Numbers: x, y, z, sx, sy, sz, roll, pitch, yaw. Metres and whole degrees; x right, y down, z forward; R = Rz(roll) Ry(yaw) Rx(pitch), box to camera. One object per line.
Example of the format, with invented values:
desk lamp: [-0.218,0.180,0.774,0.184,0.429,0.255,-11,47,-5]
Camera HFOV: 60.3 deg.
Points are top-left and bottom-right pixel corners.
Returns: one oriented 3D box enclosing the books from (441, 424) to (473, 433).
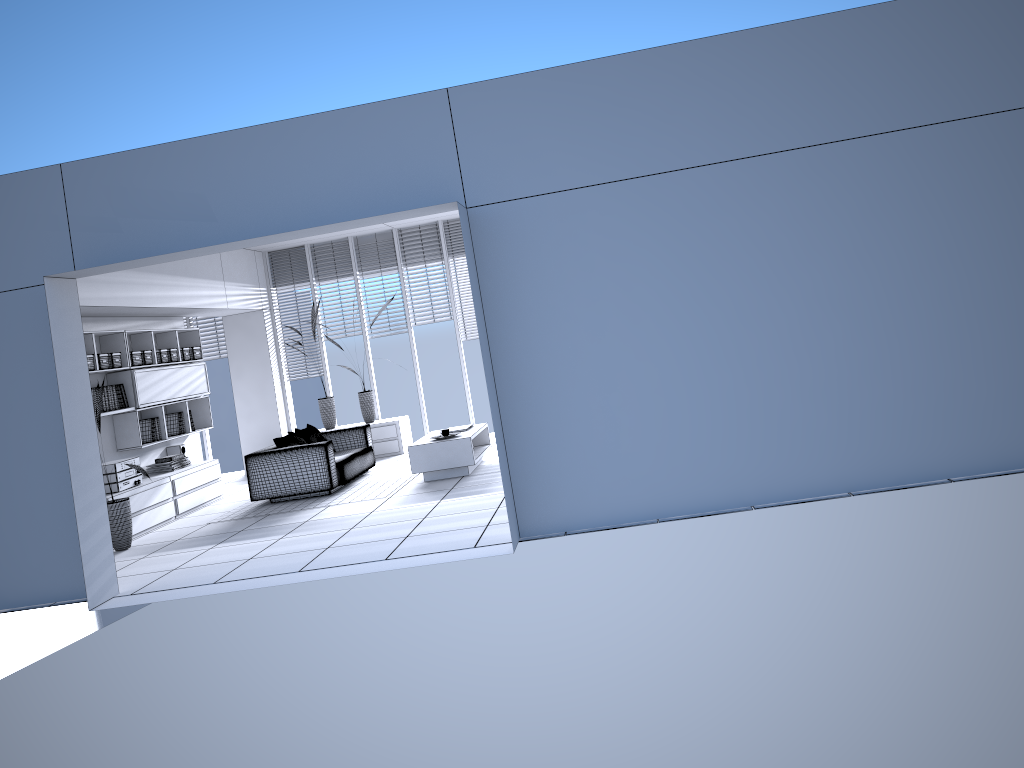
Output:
books: [-0.596,0.488,9.641,0.284,0.008,0.416,-9,3,8]

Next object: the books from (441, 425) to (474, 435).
books: [-0.593,0.502,9.651,0.284,0.008,0.416,-9,3,8]

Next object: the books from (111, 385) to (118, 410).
books: [-4.160,0.151,9.030,0.207,0.260,0.050,-9,-3,6]

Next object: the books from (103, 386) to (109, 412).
books: [-4.179,0.163,8.875,0.207,0.260,0.050,-9,-3,6]

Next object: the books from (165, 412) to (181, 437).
books: [-3.941,0.473,10.211,0.207,0.261,0.074,-9,-3,6]

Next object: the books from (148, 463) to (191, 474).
books: [-3.816,0.940,9.816,0.284,0.008,0.416,-9,3,8]

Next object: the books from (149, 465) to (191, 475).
books: [-3.804,0.956,9.826,0.284,0.008,0.416,-9,3,8]

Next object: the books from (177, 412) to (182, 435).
books: [-3.938,0.470,10.243,0.207,0.261,0.074,-9,-3,6]

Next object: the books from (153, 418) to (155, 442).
books: [-4.008,0.517,9.641,0.207,0.261,0.074,-9,-3,6]

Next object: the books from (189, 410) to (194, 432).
books: [-3.917,0.454,10.510,0.207,0.261,0.074,-9,-3,7]

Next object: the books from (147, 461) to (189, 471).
books: [-3.816,0.909,9.795,0.284,0.008,0.416,-9,3,8]

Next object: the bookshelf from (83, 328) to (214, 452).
bookshelf: [-4.085,0.053,9.549,0.327,1.253,2.822,-10,2,7]

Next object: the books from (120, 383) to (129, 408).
books: [-4.124,0.135,9.200,0.207,0.259,0.072,-9,-3,6]

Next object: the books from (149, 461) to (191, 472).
books: [-3.807,0.919,9.834,0.284,0.008,0.416,-9,3,8]

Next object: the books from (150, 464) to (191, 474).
books: [-3.805,0.947,9.833,0.284,0.008,0.416,-9,3,8]

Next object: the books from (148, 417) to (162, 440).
books: [-3.997,0.508,9.760,0.207,0.260,0.050,-9,-3,6]

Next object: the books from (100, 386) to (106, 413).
books: [-4.185,0.167,8.823,0.207,0.260,0.050,-9,-3,7]

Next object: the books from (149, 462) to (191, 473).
books: [-3.806,0.928,9.827,0.284,0.008,0.416,-9,3,8]

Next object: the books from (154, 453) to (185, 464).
books: [-3.801,0.828,9.794,0.207,0.050,0.259,-9,3,12]

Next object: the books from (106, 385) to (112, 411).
books: [-4.167,0.158,8.926,0.207,0.260,0.050,-9,-3,7]

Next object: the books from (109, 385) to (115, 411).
books: [-4.168,0.155,8.978,0.207,0.260,0.050,-9,-3,6]

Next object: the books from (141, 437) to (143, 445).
books: [-4.048,0.541,9.372,0.207,0.261,0.074,-9,-3,7]

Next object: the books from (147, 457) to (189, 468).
books: [-3.819,0.871,9.803,0.284,0.008,0.416,-9,3,8]

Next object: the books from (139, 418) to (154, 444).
books: [-4.011,0.519,9.610,0.207,0.261,0.074,-9,-3,6]

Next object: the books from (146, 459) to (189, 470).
books: [-3.827,0.893,9.785,0.284,0.008,0.416,-9,3,8]

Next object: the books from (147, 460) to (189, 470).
books: [-3.817,0.900,9.802,0.284,0.008,0.416,-9,3,8]

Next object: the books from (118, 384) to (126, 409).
books: [-4.138,0.142,9.156,0.207,0.259,0.072,-9,-3,7]

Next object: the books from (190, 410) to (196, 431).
books: [-3.913,0.451,10.542,0.207,0.261,0.074,-9,-3,6]

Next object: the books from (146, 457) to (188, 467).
books: [-3.830,0.864,9.787,0.284,0.008,0.416,-9,3,8]

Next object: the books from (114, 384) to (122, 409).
books: [-4.151,0.146,9.093,0.207,0.261,0.074,-9,-3,7]

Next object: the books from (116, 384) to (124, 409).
books: [-4.146,0.143,9.125,0.207,0.261,0.074,-9,-3,6]

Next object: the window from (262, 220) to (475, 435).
window: [-0.613,-0.791,12.217,5.491,3.140,0.100,-9,-3,6]

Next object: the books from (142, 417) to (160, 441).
books: [-4.003,0.512,9.708,0.207,0.260,0.050,-9,-3,7]

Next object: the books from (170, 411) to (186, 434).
books: [-3.934,0.466,10.310,0.207,0.260,0.050,-9,-3,7]

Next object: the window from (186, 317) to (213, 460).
window: [-4.845,-0.127,12.710,0.687,3.140,0.100,-10,-3,6]
